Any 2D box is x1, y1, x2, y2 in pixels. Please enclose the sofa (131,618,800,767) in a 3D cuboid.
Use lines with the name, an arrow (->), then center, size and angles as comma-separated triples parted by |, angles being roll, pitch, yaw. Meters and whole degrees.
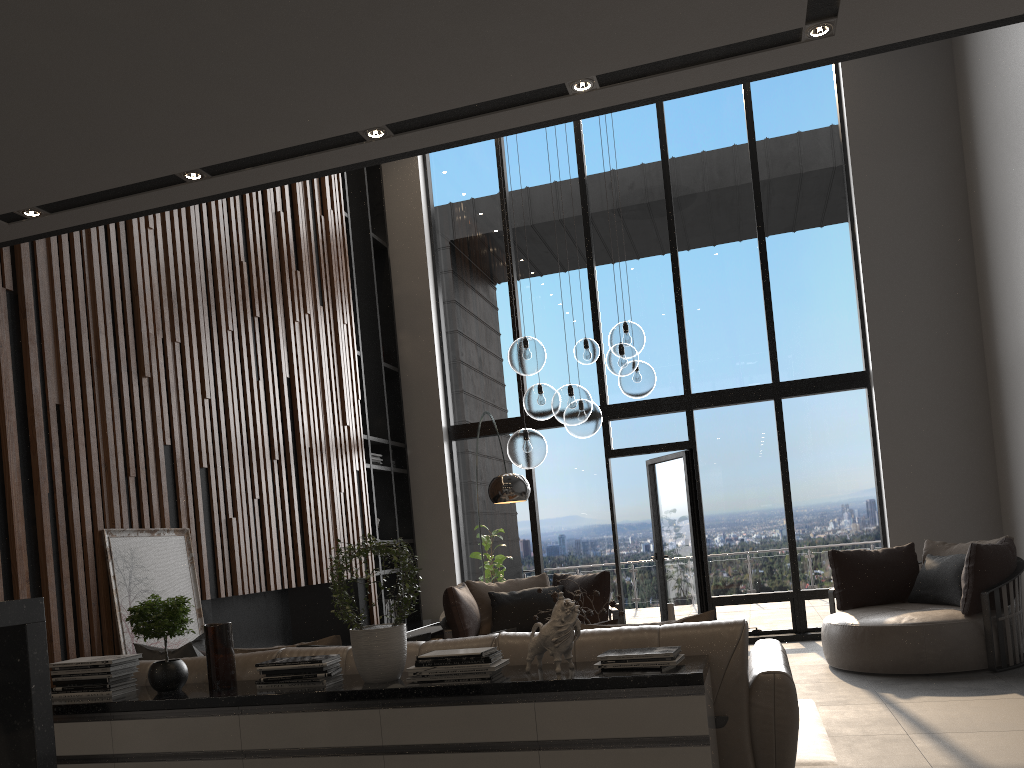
sofa -> -0.268, 1.610, 4.474 | 3.259, 0.811, 1.895 | -8, -9, 15

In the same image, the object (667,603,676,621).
object -> 0.852, 1.474, 5.071 | 0.319, 0.395, 0.320 | -9, -6, 34

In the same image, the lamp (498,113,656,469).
lamp -> 0.233, -1.966, 5.386 | 1.235, 4.960, 1.233 | -6, -2, 12

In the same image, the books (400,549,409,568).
books -> -1.245, 1.843, 9.201 | 0.219, 0.188, 0.377 | -7, -9, 15

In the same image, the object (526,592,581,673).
object -> 0.147, 0.904, 3.187 | 0.209, 0.288, 0.135 | -8, -4, 34

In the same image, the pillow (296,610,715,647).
pillow -> -0.049, 1.305, 3.913 | 1.949, 0.495, 0.547 | -8, -7, 14

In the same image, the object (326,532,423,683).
object -> -0.521, 0.854, 3.361 | 0.384, 0.572, 0.217 | -5, -2, -4

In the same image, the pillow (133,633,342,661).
pillow -> -1.353, 1.518, 4.378 | 0.760, 0.542, 1.405 | 2, -12, -44

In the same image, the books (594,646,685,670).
books -> 0.453, 0.972, 3.097 | 0.295, 0.054, 0.185 | -9, -10, 19

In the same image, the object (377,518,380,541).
object -> -1.394, 1.457, 8.752 | 0.137, 0.243, 0.138 | -3, -4, -34

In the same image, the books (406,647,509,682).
books -> -0.201, 1.045, 3.258 | 0.349, 0.099, 0.196 | -8, -9, 15

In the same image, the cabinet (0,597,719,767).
cabinet -> -1.917, -0.143, 0.737 | 3.636, 3.209, 6.263 | -7, -9, 15

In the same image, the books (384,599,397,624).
books -> -1.295, 2.312, 8.800 | 0.175, 0.284, 0.335 | -6, -7, 14

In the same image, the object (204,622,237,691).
object -> -1.179, 1.100, 3.540 | 0.109, 0.266, 0.109 | -6, -3, 20

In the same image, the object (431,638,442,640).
object -> -1.320, 2.482, 7.337 | 0.437, 0.385, 4.078 | -7, -10, 15

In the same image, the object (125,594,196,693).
object -> -1.438, 1.065, 3.605 | 0.270, 0.405, 0.314 | -3, -5, -25

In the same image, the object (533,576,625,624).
object -> 0.398, 1.468, 5.349 | 0.540, 0.598, 0.321 | -4, -4, -14

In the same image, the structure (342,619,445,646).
structure -> -1.807, 2.260, 6.236 | 0.670, 0.453, 6.598 | -7, -11, 14

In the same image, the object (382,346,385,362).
object -> -1.414, -0.280, 9.333 | 0.102, 0.228, 0.102 | -5, -3, -1

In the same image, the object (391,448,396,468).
object -> -1.289, 0.793, 9.236 | 0.059, 0.231, 0.189 | -6, -5, 17

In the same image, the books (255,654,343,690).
books -> -0.829, 1.131, 3.434 | 0.327, 0.098, 0.207 | -8, -9, 15

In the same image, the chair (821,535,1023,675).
chair -> 3.120, 1.667, 6.696 | 1.459, 0.891, 1.487 | -10, -9, 31

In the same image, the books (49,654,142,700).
books -> -1.774, 1.250, 3.743 | 0.334, 0.149, 0.201 | -8, -8, 16

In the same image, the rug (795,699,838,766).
rug -> 0.638, 2.059, 5.158 | 2.308, 0.019, 1.625 | -8, -11, 14

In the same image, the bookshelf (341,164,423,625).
bookshelf -> -1.556, -0.184, 8.781 | 0.339, 5.275, 1.461 | -6, -2, 14

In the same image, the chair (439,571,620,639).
chair -> 0.137, 2.042, 7.228 | 1.501, 0.891, 1.445 | -12, -11, 41

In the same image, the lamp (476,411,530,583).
lamp -> -0.105, 1.388, 7.451 | 0.319, 2.313, 2.061 | -5, -5, -9

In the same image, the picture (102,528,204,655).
picture -> -1.984, 1.310, 4.952 | 0.102, 0.990, 0.733 | -6, -4, 14

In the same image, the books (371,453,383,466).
books -> -1.452, 0.775, 8.777 | 0.220, 0.127, 0.326 | -7, -9, 14
